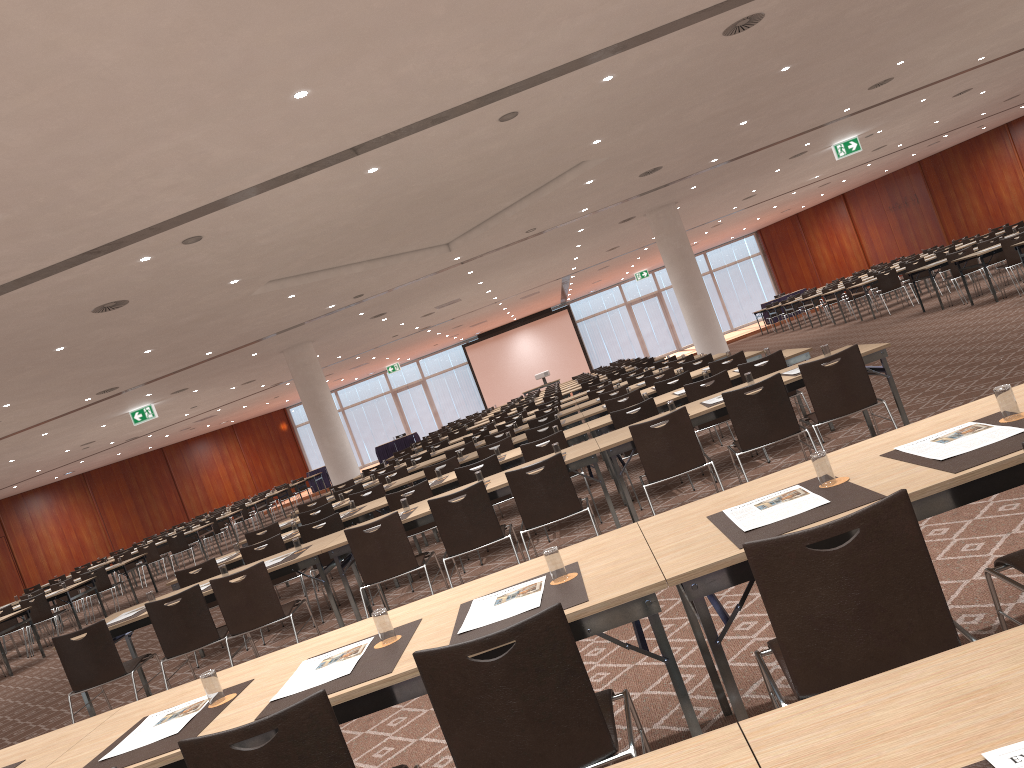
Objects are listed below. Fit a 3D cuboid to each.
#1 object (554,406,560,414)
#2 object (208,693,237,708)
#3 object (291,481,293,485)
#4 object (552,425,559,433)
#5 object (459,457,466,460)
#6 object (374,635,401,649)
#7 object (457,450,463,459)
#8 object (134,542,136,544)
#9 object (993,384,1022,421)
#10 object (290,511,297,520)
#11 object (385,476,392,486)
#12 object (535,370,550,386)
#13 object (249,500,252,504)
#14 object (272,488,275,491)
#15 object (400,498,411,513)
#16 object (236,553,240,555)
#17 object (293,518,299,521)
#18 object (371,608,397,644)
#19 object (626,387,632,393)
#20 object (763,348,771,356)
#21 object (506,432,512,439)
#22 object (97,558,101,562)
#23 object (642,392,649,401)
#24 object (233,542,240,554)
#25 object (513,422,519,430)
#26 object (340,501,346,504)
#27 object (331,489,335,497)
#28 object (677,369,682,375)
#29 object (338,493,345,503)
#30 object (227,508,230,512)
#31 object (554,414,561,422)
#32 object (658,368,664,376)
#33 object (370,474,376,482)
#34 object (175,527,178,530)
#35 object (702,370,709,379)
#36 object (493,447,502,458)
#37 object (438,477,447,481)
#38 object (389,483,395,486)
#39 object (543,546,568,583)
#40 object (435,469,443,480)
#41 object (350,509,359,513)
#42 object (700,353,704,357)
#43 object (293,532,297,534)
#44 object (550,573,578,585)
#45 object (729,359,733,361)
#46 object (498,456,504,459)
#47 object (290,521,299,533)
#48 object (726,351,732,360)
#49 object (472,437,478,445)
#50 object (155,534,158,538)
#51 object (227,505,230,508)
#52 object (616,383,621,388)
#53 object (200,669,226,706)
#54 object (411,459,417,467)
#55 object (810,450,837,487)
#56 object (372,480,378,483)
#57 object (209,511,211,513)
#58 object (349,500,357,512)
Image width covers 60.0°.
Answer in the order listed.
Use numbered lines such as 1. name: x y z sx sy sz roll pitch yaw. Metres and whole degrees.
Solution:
1. object: 0.666 0.391 13.095 0.054 0.114 0.054 -20 1 37
2. object: -1.027 1.124 3.147 0.101 0.001 0.102 -21 0 -30
3. object: -7.223 3.251 29.122 0.054 0.114 0.054 -20 1 -8
4. object: 0.459 0.485 9.116 0.054 0.114 0.054 -20 1 -8
5. object: -0.628 0.940 11.184 0.102 0.001 0.102 -20 0 -8
6. object: -0.436 0.904 3.109 0.101 0.001 0.102 -21 0 -30
7. object: -0.654 0.889 11.173 0.054 0.114 0.054 -20 1 37
8. object: -10.766 4.583 25.335 0.054 0.114 0.054 -21 1 -30
9. object: 1.670 0.062 2.991 0.054 0.114 0.054 -20 1 37
10. object: -2.785 1.680 11.326 0.054 0.114 0.054 -20 1 37
11. object: -1.564 1.227 11.239 0.054 0.114 0.054 -21 1 -30
12. object: 1.207 -0.217 33.760 0.576 0.472 0.614 -20 0 3
13. object: -7.418 3.340 25.127 0.054 0.114 0.054 -20 1 -8
14. object: -7.831 3.476 29.159 0.054 0.114 0.054 -20 1 -8
15. object: -0.862 0.984 7.181 0.054 0.114 0.054 -21 1 -30
16. object: -2.850 1.774 9.316 0.102 0.001 0.102 -20 0 -8
17. object: -2.750 1.728 11.315 0.101 0.001 0.102 -21 0 -30
18. object: -0.449 0.848 3.113 0.054 0.114 0.054 -21 1 -30
19. object: 1.466 0.102 11.054 0.054 0.114 0.054 -20 1 15
20. object: 2.591 -0.307 8.980 0.054 0.114 0.054 -20 1 -8
21. object: -0.037 0.660 11.140 0.054 0.114 0.054 -20 1 37
22. object: -10.876 4.632 23.347 0.054 0.114 0.054 -20 1 37
23. object: 1.369 0.147 9.055 0.054 0.114 0.054 -20 1 37
24. object: -2.888 1.727 9.314 0.054 0.114 0.054 -20 1 -8
25. object: 0.052 0.618 13.137 0.054 0.114 0.054 -20 1 -8
26. object: -2.142 1.503 11.271 0.102 0.001 0.102 -20 0 -8
27. object: -2.680 1.632 13.320 0.054 0.114 0.054 -20 1 -8
28. object: 2.087 -0.128 11.009 0.054 0.114 0.054 -21 1 -30
29. object: -2.166 1.450 11.280 0.054 0.114 0.054 -21 1 -30
30. object: -8.042 3.572 25.161 0.054 0.114 0.054 -20 1 -8
31. object: 0.569 0.435 11.097 0.054 0.114 0.054 -20 1 37
32. object: 2.188 -0.174 12.998 0.054 0.114 0.054 -21 1 -30
33. object: -2.077 1.408 13.282 0.054 0.114 0.054 -20 1 -8
34. object: -9.543 4.129 25.262 0.054 0.114 0.054 -21 1 -30
35. object: 1.975 -0.078 9.024 0.054 0.114 0.054 -20 1 37
36. object: -0.149 0.710 9.158 0.054 0.114 0.054 -20 1 -8
37. object: -0.726 0.986 9.181 0.101 0.001 0.102 -21 0 -30
38. object: -1.528 1.275 11.236 0.102 0.001 0.102 -20 0 -8
39. object: 0.151 0.625 3.078 0.054 0.114 0.054 -21 1 -30
40. object: -0.756 0.936 9.178 0.054 0.114 0.054 -20 1 -8
41. object: -1.641 1.325 9.237 0.102 0.001 0.102 -20 0 -8
42. object: 2.790 -0.398 12.971 0.054 0.114 0.054 -20 1 -8
43. object: -2.251 1.552 9.275 0.102 0.001 0.101 -20 0 37
44. object: 0.180 0.676 3.075 0.101 0.001 0.102 -21 0 -30
45. object: 2.718 -0.301 10.963 0.102 0.001 0.102 -20 0 15
46. object: -0.120 0.761 9.149 0.101 0.001 0.102 -21 0 -30
47. object: -2.276 1.500 9.290 0.054 0.114 0.054 -20 1 15
48. object: 2.689 -0.352 10.980 0.054 0.114 0.054 -21 1 -30
49. object: -0.552 0.843 13.182 0.054 0.114 0.054 -20 1 -8
50. object: -10.153 4.355 25.306 0.054 0.114 0.054 -21 1 -30
51. object: -9.350 4.040 29.262 0.054 0.114 0.054 -21 1 -30
52. object: 1.577 0.052 13.051 0.054 0.114 0.054 -21 1 -30
53. object: -1.063 1.076 3.147 0.054 0.114 0.054 -21 1 -30
54. object: -1.467 1.182 13.235 0.054 0.114 0.054 -21 1 -30
55. object: 1.060 0.288 3.021 0.054 0.114 0.054 -20 1 37
56. object: -2.051 1.460 13.270 0.102 0.001 0.101 -20 0 37
57. object: -9.961 4.267 29.293 0.054 0.114 0.054 -21 1 -30
58. object: -1.660 1.271 9.237 0.054 0.114 0.054 -20 1 37
